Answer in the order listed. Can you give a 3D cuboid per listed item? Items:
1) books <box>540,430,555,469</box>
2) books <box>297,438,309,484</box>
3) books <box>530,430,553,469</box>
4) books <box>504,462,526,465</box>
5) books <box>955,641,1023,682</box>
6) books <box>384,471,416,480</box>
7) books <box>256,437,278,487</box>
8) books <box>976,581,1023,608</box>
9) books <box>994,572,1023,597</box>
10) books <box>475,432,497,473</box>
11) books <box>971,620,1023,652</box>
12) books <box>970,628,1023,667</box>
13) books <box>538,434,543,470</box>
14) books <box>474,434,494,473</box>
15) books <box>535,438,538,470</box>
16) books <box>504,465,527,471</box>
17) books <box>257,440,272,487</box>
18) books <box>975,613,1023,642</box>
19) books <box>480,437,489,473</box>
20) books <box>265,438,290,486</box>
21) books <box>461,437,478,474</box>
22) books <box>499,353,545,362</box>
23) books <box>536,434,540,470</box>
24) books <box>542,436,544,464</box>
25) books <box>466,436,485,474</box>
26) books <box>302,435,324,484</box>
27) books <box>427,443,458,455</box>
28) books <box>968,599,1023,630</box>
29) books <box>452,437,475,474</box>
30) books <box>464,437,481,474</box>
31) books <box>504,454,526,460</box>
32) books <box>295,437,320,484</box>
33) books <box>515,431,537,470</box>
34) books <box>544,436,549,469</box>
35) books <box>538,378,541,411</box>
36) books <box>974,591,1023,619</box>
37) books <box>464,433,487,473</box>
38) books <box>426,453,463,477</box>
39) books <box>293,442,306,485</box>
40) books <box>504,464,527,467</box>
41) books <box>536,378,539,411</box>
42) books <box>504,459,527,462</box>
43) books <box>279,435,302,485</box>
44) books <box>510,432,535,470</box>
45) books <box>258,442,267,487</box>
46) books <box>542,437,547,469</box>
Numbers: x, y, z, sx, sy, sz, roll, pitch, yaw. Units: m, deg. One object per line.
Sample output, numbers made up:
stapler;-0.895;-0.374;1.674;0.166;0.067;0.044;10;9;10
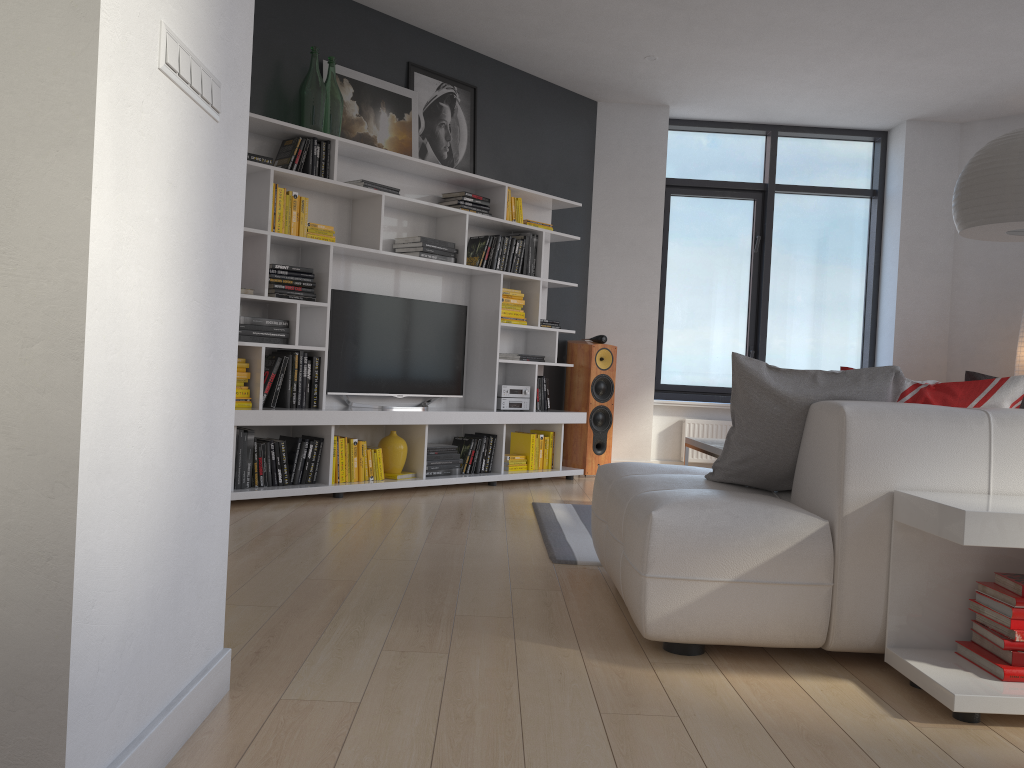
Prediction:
books;0.224;0.479;6.531;0.213;0.270;0.025;4;1;44
books;-1.232;0.429;5.004;0.192;0.254;0.075;4;1;43
books;0.211;0.478;6.505;0.204;0.270;0.029;4;1;44
books;0.000;0.553;6.248;0.169;0.018;0.113;2;1;-45
books;1.325;0.704;2.238;0.301;0.032;0.227;3;1;-1
books;-0.763;0.560;5.505;0.270;0.029;0.204;3;1;29
books;-1.355;0.425;4.857;0.193;0.255;0.066;4;1;43
books;1.348;0.538;2.246;0.254;0.025;0.178;3;1;-2
books;1.357;0.512;2.236;0.206;0.029;0.152;3;1;5
books;-0.200;0.468;6.071;0.197;0.260;0.066;4;1;44
books;1.335;0.642;2.237;0.266;0.026;0.187;3;1;4
books;1.343;0.672;2.246;0.259;0.034;0.206;3;1;2
books;0.142;0.485;6.422;0.185;0.250;0.035;4;1;44
books;-0.222;0.472;6.046;0.191;0.249;0.084;4;1;44
books;0.120;0.497;6.376;0.156;0.229;0.024;4;1;43
books;-0.010;0.589;6.262;0.147;0.033;0.190;4;1;44
books;-1.367;0.430;4.828;0.169;0.242;0.050;4;1;43
books;1.347;0.617;2.244;0.257;0.025;0.182;3;1;-1
books;-0.245;0.476;6.016;0.179;0.243;0.068;4;1;42
books;-1.308;0.429;4.901;0.191;0.249;0.083;4;1;44
books;-0.330;0.477;5.937;0.187;0.234;0.096;4;1;44
books;0.052;-0.190;6.431;0.250;0.047;0.310;4;1;39
books;0.122;0.484;6.404;0.180;0.251;0.019;4;1;44
books;0.160;0.492;6.444;0.169;0.239;0.023;4;1;44
books;-0.265;0.476;5.966;0.172;0.242;0.069;4;1;45
books;-1.164;0.429;5.075;0.197;0.260;0.066;4;1;44
books;-0.546;0.421;5.776;0.250;0.047;0.310;4;1;39
books;1.343;0.591;2.260;0.261;0.028;0.191;3;1;-1
books;-0.350;0.475;5.909;0.182;0.234;0.104;4;1;44
books;-0.299;0.478;5.950;0.169;0.233;0.081;4;1;43
books;-0.016;0.516;6.268;0.138;0.026;0.186;4;1;44
books;-1.187;0.433;5.050;0.191;0.249;0.084;4;1;44
books;0.093;0.479;6.377;0.199;0.263;0.015;4;1;44
books;0.195;0.495;6.481;0.172;0.234;0.024;4;1;44
books;0.142;0.073;6.498;0.170;0.236;0.049;4;1;44
books;1.348;0.564;2.243;0.269;0.028;0.179;3;1;0
books;-0.268;0.468;6.001;0.192;0.254;0.075;4;1;43
books;-0.531;0.515;5.766;0.277;0.137;0.343;4;1;39
books;-1.231;0.437;4.969;0.172;0.242;0.069;4;1;45
books;-0.011;0.566;6.265;0.148;0.011;0.196;4;1;44
books;0.120;0.071;6.485;0.189;0.240;0.053;4;1;44
books;-0.006;0.537;6.262;0.134;0.014;0.187;4;1;44
books;-1.266;0.425;4.973;0.197;0.260;0.066;4;1;44
books;0.073;0.480;6.353;0.198;0.255;0.044;4;1;44
books;-1.388;0.433;4.817;0.170;0.236;0.049;4;1;44
books;0.180;0.495;6.459;0.172;0.234;0.024;4;1;44
